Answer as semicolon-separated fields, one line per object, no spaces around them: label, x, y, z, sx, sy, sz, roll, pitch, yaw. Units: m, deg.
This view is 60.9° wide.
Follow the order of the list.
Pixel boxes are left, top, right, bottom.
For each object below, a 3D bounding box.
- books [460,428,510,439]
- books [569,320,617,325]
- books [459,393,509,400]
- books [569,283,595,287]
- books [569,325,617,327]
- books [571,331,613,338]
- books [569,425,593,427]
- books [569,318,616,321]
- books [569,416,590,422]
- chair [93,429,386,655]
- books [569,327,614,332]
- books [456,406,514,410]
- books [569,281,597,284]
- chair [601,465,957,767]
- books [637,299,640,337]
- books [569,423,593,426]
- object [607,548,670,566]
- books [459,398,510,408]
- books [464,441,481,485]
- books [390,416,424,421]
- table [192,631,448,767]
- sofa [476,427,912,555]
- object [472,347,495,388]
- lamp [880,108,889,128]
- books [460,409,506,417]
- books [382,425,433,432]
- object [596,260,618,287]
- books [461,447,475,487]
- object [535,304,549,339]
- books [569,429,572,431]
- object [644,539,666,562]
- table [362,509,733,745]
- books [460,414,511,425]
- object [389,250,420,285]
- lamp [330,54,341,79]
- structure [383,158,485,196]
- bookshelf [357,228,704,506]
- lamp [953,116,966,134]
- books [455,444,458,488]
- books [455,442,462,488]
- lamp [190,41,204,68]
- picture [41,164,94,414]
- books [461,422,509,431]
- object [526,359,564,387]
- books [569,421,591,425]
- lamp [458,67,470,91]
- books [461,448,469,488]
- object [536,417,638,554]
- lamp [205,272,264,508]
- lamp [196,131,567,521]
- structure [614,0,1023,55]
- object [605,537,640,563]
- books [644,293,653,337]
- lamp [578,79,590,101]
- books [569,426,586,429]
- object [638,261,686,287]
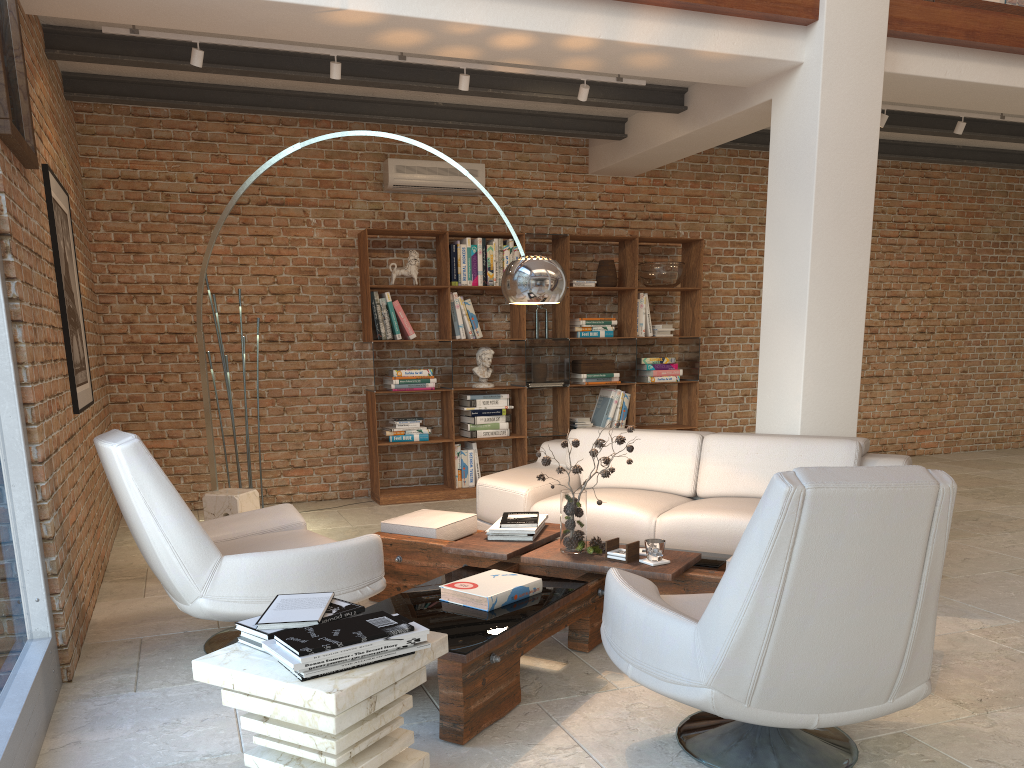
books;-0.237;0.423;7.623;0.377;0.066;0.239;-2;4;-26
books;0.711;-0.544;7.762;0.377;0.037;0.239;-2;3;-27
books;-0.245;0.106;7.569;0.378;0.037;0.239;-2;3;-20
books;0.600;-0.858;7.607;0.205;0.035;0.129;-2;4;-20
books;0.707;-0.516;7.775;0.377;0.019;0.239;-2;3;-28
books;0.712;-0.442;7.795;0.326;0.057;0.248;-1;3;-10
books;0.606;0.379;7.957;0.155;0.008;0.238;-2;3;-26
books;0.702;-0.574;7.773;0.354;0.021;0.266;-2;3;-22
books;0.604;0.321;7.945;0.132;0.035;0.202;-3;4;-26
chair;-1.205;0.674;3.784;0.972;1.028;1.009;-7;10;-36
books;0.689;-0.489;7.785;0.378;0.037;0.239;-2;3;-20
books;-0.242;0.202;7.576;0.442;0.021;0.266;-2;3;-20
books;0.592;-0.885;7.605;0.235;0.019;0.167;-2;3;-27
chair;0.849;0.698;2.691;1.027;1.047;0.944;-1;8;-4
books;1.072;-0.593;7.896;0.055;0.339;0.248;-6;10;-21
books;0.609;0.365;7.963;0.170;0.019;0.232;-2;3;-28
object;0.595;0.742;3.800;0.246;0.036;0.267;2;4;41
books;-0.241;0.158;7.586;0.377;0.066;0.239;-2;4;-26
books;-0.344;0.694;7.676;0.079;0.396;0.237;-6;11;-21
books;-0.891;0.293;7.370;0.251;0.017;0.159;-2;3;-20
table;-0.516;0.981;2.473;0.492;0.519;0.483;4;9;29
sofa;1.048;0.694;5.165;2.318;0.779;1.119;1;6;29
object;-0.250;-0.144;7.501;0.196;0.361;0.187;-2;11;-5
lamp;2.594;-1.857;6.113;0.085;0.133;0.058;7;14;38
books;-0.253;0.241;7.568;0.324;0.057;0.250;-2;4;-26
books;-0.888;0.373;7.378;0.377;0.019;0.239;-2;3;-28
object;0.832;-0.965;7.666;0.192;0.240;0.189;4;10;27
books;-0.394;0.725;7.641;0.055;0.339;0.248;-6;10;-21
object;0.252;-0.596;7.539;0.121;0.411;0.060;-5;13;-17
books;0.610;0.417;7.975;0.169;0.019;0.232;-3;3;-33
object;0.608;0.709;3.711;0.090;0.087;0.089;3;9;28
table;0.087;0.943;3.793;2.194;0.442;1.930;1;4;30
books;-0.230;0.301;7.602;0.376;0.066;0.240;-3;4;-33
object;-0.867;-0.943;7.048;0.251;0.292;0.126;-3;11;-12
lamp;-0.975;-1.744;4.812;0.060;0.124;0.083;-4;10;-18
structure;-0.635;-1.693;7.147;0.809;0.226;0.195;-2;8;-20
bookshelf;0.244;-0.151;7.673;3.021;2.268;0.354;-3;13;-20
lamp;3.269;-1.879;6.361;0.060;0.133;0.083;-5;11;-18
books;-0.525;0.703;7.586;0.036;0.395;0.237;-6;11;-21
books;-0.496;0.702;7.614;0.036;0.395;0.237;-6;11;-21
lamp;-1.649;-1.718;4.565;0.085;0.133;0.058;7;14;38
picture;-2.381;-0.466;4.705;0.027;1.232;0.889;-6;10;-21
books;-0.246;0.362;7.626;0.361;0.057;0.276;-2;3;-18
object;0.251;-0.102;7.669;0.334;0.240;0.277;-3;7;-20
books;0.594;0.347;7.942;0.161;0.017;0.247;-2;3;-21
lamp;-0.278;-1.763;5.067;0.060;0.133;0.083;-5;11;-18
books;-0.449;0.727;7.628;0.057;0.340;0.248;-6;10;-21
object;0.380;0.446;3.954;0.313;0.625;0.532;8;12;40
lamp;-1.967;0.147;6.231;0.197;1.876;0.408;10;16;39
lamp;-0.710;-0.057;4.542;2.029;2.423;0.308;2;13;15
structure;3.869;-0.918;1.817;10.112;4.258;13.555;-2;4;-21
object;0.479;0.720;3.779;0.113;0.084;0.092;5;9;41
books;1.187;-0.626;7.954;0.101;0.395;0.237;-5;11;-21
lamp;0.438;-1.794;5.337;0.060;0.119;0.092;-4;9;-14
books;0.595;0.392;7.952;0.161;0.017;0.247;-2;3;-26
object;1.353;-0.979;7.903;0.437;0.225;0.425;1;5;21
